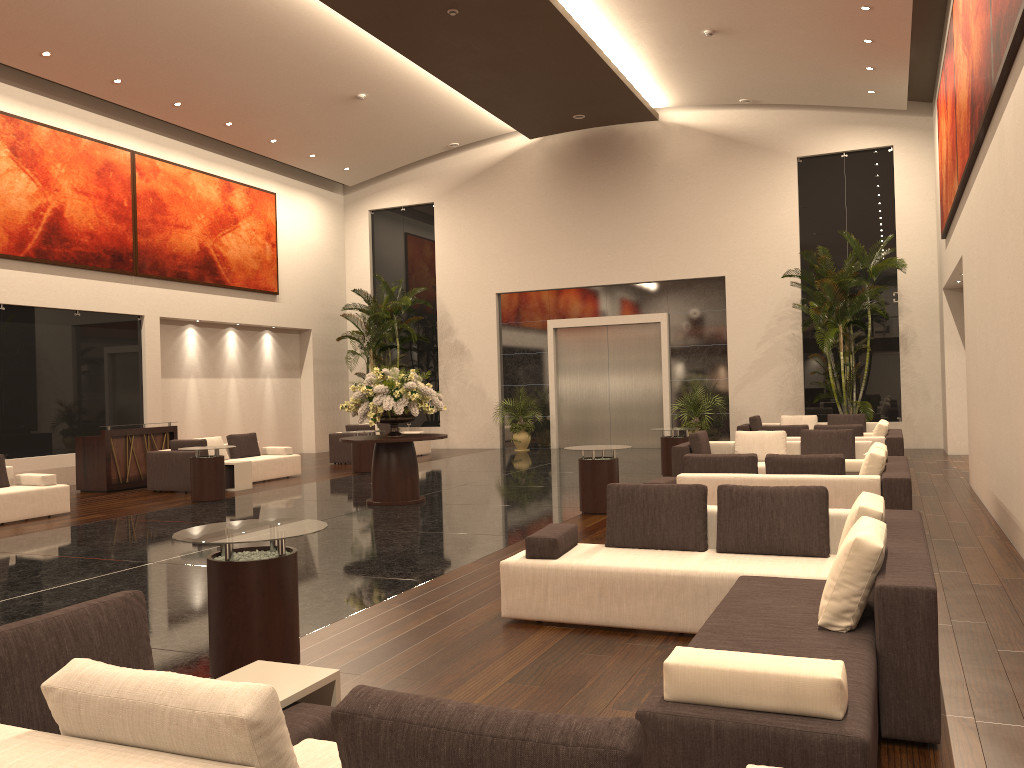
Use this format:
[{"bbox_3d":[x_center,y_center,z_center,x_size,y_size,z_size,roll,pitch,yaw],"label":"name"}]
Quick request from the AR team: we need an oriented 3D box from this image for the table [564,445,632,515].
[{"bbox_3d":[1.065,1.174,10.865,0.833,0.795,0.844,-2,0,-16],"label":"table"}]

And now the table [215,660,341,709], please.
[{"bbox_3d":[-0.933,1.363,3.389,0.400,0.460,0.400,-2,0,23],"label":"table"}]

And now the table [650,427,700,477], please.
[{"bbox_3d":[2.741,1.147,14.849,0.833,0.795,0.844,-2,0,-16],"label":"table"}]

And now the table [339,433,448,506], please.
[{"bbox_3d":[-1.643,1.198,12.461,1.498,0.921,1.498,-2,0,14],"label":"table"}]

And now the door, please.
[{"bbox_3d":[2.422,0.067,22.026,2.767,3.048,0.040,-2,0,23],"label":"door"}]

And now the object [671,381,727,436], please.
[{"bbox_3d":[4.196,0.693,20.322,1.373,1.682,1.297,-1,0,-29],"label":"object"}]

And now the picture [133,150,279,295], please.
[{"bbox_3d":[-6.732,-3.457,19.925,0.070,2.526,4.515,-2,0,23],"label":"picture"}]

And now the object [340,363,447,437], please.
[{"bbox_3d":[-1.648,0.190,12.454,1.453,1.097,1.402,-2,0,-21],"label":"object"}]

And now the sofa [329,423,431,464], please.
[{"bbox_3d":[-2.884,1.308,20.537,1.291,0.862,2.846,-2,0,23],"label":"sofa"}]

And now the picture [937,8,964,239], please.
[{"bbox_3d":[6.925,-3.883,14.071,0.070,2.526,4.515,-2,0,23],"label":"picture"}]

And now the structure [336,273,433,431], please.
[{"bbox_3d":[-3.235,-0.543,23.102,2.436,4.611,2.531,-2,0,-5],"label":"structure"}]

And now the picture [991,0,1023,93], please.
[{"bbox_3d":[3.365,-3.824,5.762,0.070,2.526,4.515,-2,0,23],"label":"picture"}]

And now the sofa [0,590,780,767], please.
[{"bbox_3d":[-0.478,1.142,2.477,2.846,0.862,1.291,-2,0,23],"label":"sofa"}]

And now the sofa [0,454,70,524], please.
[{"bbox_3d":[-6.965,1.375,11.011,1.291,0.862,2.846,-2,0,23],"label":"sofa"}]

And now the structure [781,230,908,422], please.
[{"bbox_3d":[7.025,-0.863,18.548,2.436,4.611,2.531,-2,0,-5],"label":"structure"}]

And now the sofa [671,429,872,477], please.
[{"bbox_3d":[3.688,1.073,12.200,2.846,0.862,1.291,-2,0,23],"label":"sofa"}]

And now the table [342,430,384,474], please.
[{"bbox_3d":[-2.878,1.322,17.257,0.833,0.795,0.844,-2,0,-16],"label":"table"}]

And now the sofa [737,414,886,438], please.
[{"bbox_3d":[5.922,1.036,17.415,2.846,0.862,1.291,-2,0,23],"label":"sofa"}]

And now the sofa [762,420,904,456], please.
[{"bbox_3d":[5.157,1.045,14.894,2.586,0.862,3.366,-2,0,23],"label":"sofa"}]

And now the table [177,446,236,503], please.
[{"bbox_3d":[-4.554,1.349,13.273,0.833,0.795,0.844,-2,0,-16],"label":"table"}]

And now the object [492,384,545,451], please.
[{"bbox_3d":[0.236,0.816,22.077,1.373,1.682,1.297,-1,0,-34],"label":"object"}]

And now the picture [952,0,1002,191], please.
[{"bbox_3d":[5.144,-3.853,9.915,0.070,2.526,4.515,-2,0,23],"label":"picture"}]

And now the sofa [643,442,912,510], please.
[{"bbox_3d":[2.923,1.082,9.680,2.586,0.862,3.366,-2,0,23],"label":"sofa"}]

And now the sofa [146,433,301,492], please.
[{"bbox_3d":[-4.928,1.341,15.767,1.291,0.862,2.846,-2,0,23],"label":"sofa"}]

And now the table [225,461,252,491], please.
[{"bbox_3d":[-4.627,1.530,14.786,0.400,0.460,0.400,-2,0,23],"label":"table"}]

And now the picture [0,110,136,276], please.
[{"bbox_3d":[-8.513,-3.427,15.769,0.070,2.526,4.515,-2,0,23],"label":"picture"}]

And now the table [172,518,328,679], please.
[{"bbox_3d":[-1.452,1.216,4.989,0.844,0.795,0.833,-1,0,-28],"label":"table"}]

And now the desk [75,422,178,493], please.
[{"bbox_3d":[-6.754,1.266,15.684,0.760,1.114,1.634,-2,0,23],"label":"desk"}]

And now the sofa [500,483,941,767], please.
[{"bbox_3d":[0.833,1.117,4.755,2.586,0.862,3.366,-2,0,23],"label":"sofa"}]
